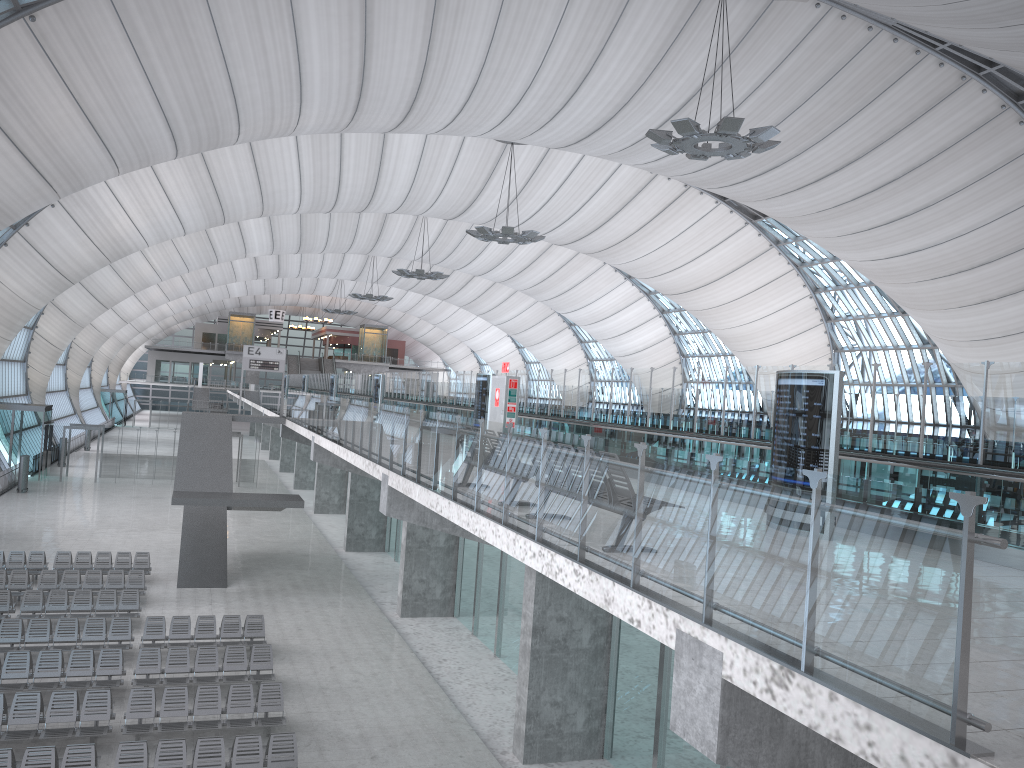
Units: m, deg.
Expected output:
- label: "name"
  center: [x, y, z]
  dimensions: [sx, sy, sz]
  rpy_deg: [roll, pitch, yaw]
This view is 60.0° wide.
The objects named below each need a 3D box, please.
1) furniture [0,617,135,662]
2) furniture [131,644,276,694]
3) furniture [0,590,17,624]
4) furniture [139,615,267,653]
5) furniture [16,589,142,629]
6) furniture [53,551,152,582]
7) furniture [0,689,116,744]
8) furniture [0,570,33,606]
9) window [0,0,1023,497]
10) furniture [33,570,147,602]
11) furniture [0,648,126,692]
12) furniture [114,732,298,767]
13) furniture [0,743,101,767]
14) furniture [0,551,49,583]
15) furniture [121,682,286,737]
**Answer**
- label: "furniture"
  center: [-9.663, 5.528, 19.226]
  dimensions: [2.705, 0.913, 1.572]
  rpy_deg: [4, -1, -19]
- label: "furniture"
  center: [-6.189, 5.751, 17.908]
  dimensions: [2.705, 0.913, 1.572]
  rpy_deg: [4, -1, -19]
- label: "furniture"
  center: [-13.228, 5.303, 20.799]
  dimensions: [2.705, 0.913, 1.572]
  rpy_deg: [4, -1, -19]
- label: "furniture"
  center: [-6.987, 5.730, 20.172]
  dimensions: [2.705, 0.913, 1.572]
  rpy_deg: [4, -1, -19]
- label: "furniture"
  center: [-10.552, 5.505, 21.745]
  dimensions: [2.705, 0.913, 1.572]
  rpy_deg: [4, -1, -19]
- label: "furniture"
  center: [-12.212, 5.461, 26.451]
  dimensions: [2.705, 0.913, 1.572]
  rpy_deg: [4, -1, -19]
- label: "furniture"
  center: [-8.066, 5.570, 14.698]
  dimensions: [2.705, 0.913, 1.572]
  rpy_deg: [4, -1, -19]
- label: "furniture"
  center: [-14.010, 5.283, 23.014]
  dimensions: [2.705, 0.913, 1.572]
  rpy_deg: [4, -1, -19]
- label: "window"
  center: [-12.914, -3.214, 79.258]
  dimensions: [50.537, 20.004, 167.818]
  rpy_deg: [4, -1, -19]
- label: "furniture"
  center: [-11.333, 5.484, 23.960]
  dimensions: [2.705, 0.913, 1.572]
  rpy_deg: [4, -1, -19]
- label: "furniture"
  center: [-8.865, 5.549, 16.962]
  dimensions: [2.705, 0.913, 1.572]
  rpy_deg: [4, -1, -19]
- label: "furniture"
  center: [-4.591, 5.793, 13.379]
  dimensions: [2.705, 0.913, 1.572]
  rpy_deg: [4, -1, -19]
- label: "furniture"
  center: [-7.267, 5.591, 12.433]
  dimensions: [2.705, 0.913, 1.572]
  rpy_deg: [4, -1, -19]
- label: "furniture"
  center: [-14.888, 5.260, 25.505]
  dimensions: [2.705, 0.913, 1.572]
  rpy_deg: [4, -1, -19]
- label: "furniture"
  center: [-5.390, 5.772, 15.644]
  dimensions: [2.705, 0.913, 1.572]
  rpy_deg: [4, -1, -19]
